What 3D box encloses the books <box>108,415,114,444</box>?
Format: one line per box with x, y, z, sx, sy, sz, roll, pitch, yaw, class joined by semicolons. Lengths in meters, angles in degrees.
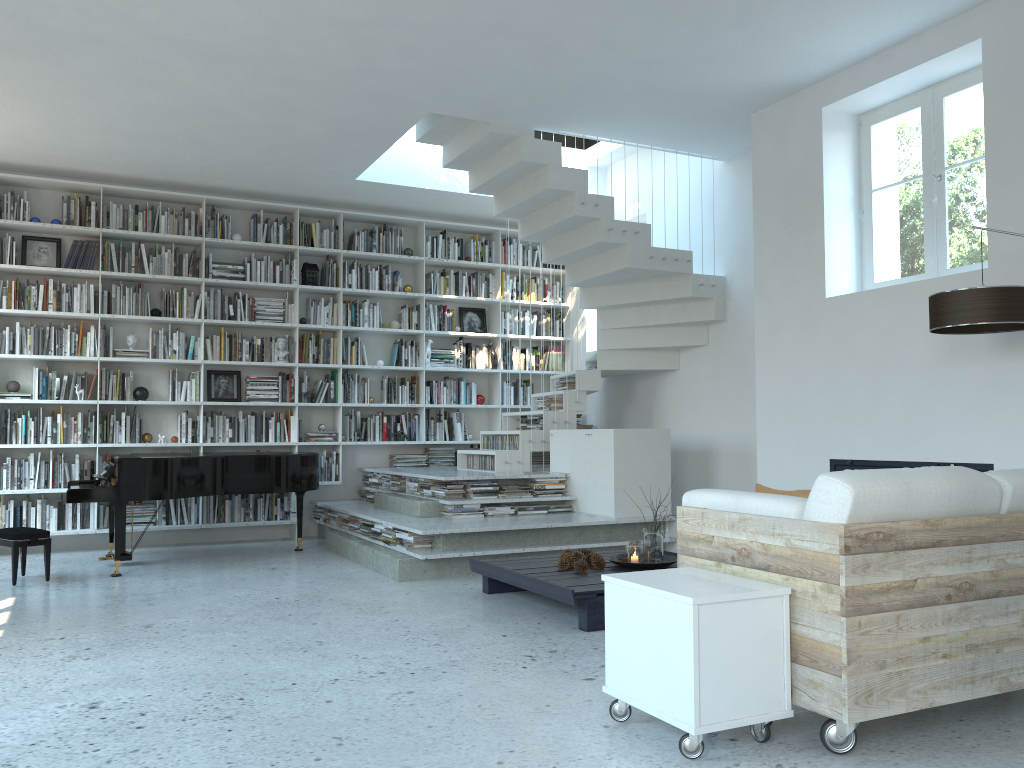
-3.489;0.394;7.715;0.042;0.248;0.162;1;-3;-26;books

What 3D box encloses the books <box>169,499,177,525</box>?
-3.031;1.124;7.907;0.062;0.253;0.178;1;-3;-26;books

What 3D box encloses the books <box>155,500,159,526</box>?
-3.142;1.121;7.849;0.012;0.254;0.161;1;-3;-26;books

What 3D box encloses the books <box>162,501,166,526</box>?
-3.096;1.148;7.873;0.029;0.202;0.178;1;-3;-26;books

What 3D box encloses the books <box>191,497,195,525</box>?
-2.877;1.124;7.967;0.024;0.260;0.189;1;-3;-26;books

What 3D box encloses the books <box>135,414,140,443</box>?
-3.297;0.392;7.805;0.027;0.261;0.163;1;-3;-26;books

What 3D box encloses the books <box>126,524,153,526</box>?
-3.285;1.228;7.782;0.254;0.007;0.161;1;-4;-22;books

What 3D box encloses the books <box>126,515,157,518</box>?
-3.283;1.159;7.784;0.285;0.007;0.159;2;-4;-31;books

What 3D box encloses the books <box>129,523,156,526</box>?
-3.289;1.235;7.790;0.285;0.007;0.159;1;-4;-26;books

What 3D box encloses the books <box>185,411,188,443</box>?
-2.939;0.387;7.998;0.014;0.290;0.132;1;-3;-26;books

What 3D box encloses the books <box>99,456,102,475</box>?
-3.565;0.757;7.678;0.023;0.266;0.134;1;-3;-26;books

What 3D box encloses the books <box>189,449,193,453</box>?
-2.896;0.745;7.990;0.013;0.320;0.173;1;-3;-26;books

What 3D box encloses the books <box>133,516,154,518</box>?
-3.287;1.167;7.792;0.254;0.007;0.161;1;-4;-25;books

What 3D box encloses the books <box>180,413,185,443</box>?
-2.961;0.396;7.975;0.027;0.269;0.159;1;-3;-26;books

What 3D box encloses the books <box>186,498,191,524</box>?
-2.912;1.125;7.984;0.025;0.259;0.132;1;-3;-26;books

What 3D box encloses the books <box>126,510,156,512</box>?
-3.290;1.111;7.793;0.285;0.005;0.159;1;-4;-27;books

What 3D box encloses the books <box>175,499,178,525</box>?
-2.997;1.136;7.920;0.011;0.232;0.174;1;-3;-26;books

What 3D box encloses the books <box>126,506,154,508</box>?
-3.288;1.079;7.797;0.254;0.005;0.161;1;-4;-26;books

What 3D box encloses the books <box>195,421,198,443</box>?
-2.867;0.433;8.029;0.024;0.201;0.158;1;-3;-26;books

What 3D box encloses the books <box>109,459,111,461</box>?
-3.482;0.772;7.693;0.023;0.237;0.173;1;-3;-26;books

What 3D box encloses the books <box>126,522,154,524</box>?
-3.288;1.215;7.789;0.254;0.007;0.161;1;-4;-25;books

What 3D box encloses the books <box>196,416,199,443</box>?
-2.860;0.414;8.063;0.019;0.242;0.107;1;-3;-26;books

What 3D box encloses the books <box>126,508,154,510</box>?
-3.284;1.095;7.789;0.254;0.005;0.161;1;-4;-22;books

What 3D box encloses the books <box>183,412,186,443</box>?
-2.951;0.393;7.996;0.010;0.277;0.155;1;-3;-26;books

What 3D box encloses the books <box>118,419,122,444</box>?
-3.426;0.412;7.744;0.021;0.215;0.172;1;-3;-26;books

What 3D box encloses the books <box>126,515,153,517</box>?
-3.287;1.153;7.792;0.254;0.007;0.161;1;-4;-25;books

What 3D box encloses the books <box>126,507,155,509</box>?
-3.283;1.084;7.788;0.254;0.006;0.161;2;-4;-31;books

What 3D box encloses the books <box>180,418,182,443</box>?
-2.988;0.419;7.981;0.015;0.225;0.148;1;-3;-26;books

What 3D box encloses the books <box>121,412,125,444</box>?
-3.404;0.386;7.753;0.027;0.269;0.185;1;-3;-26;books

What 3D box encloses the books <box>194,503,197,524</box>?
-2.862;1.165;7.990;0.024;0.179;0.171;1;-3;-26;books

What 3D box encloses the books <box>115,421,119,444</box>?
-3.449;0.422;7.738;0.024;0.196;0.157;1;-3;-26;books

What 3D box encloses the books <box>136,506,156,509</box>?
-3.285;1.089;7.791;0.285;0.005;0.159;2;-4;-29;books

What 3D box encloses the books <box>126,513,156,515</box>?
-3.288;1.139;7.795;0.285;0.007;0.159;1;-4;-26;books

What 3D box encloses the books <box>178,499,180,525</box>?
-2.984;1.114;7.919;0.012;0.274;0.180;1;-3;-26;books

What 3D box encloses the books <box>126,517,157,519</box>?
-3.284;1.173;7.785;0.285;0.007;0.159;2;-4;-30;books

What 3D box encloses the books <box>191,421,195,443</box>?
-2.898;0.436;8.029;0.031;0.194;0.142;1;-3;-26;books

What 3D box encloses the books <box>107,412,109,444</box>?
-3.510;0.381;7.696;0.012;0.272;0.181;1;-3;-26;books

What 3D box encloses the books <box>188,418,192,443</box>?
-2.916;0.421;7.998;0.029;0.221;0.153;1;-3;-26;books

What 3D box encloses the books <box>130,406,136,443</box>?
-3.333;0.358;7.791;0.050;0.328;0.166;1;-3;-26;books

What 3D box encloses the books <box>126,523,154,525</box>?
-3.289;1.222;7.790;0.254;0.007;0.161;1;-4;-26;books

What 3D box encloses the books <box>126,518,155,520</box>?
-3.284;1.180;7.785;0.254;0.007;0.161;2;-4;-30;books

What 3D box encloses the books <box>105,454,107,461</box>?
-3.524;0.750;7.690;0.010;0.282;0.149;1;-3;-26;books

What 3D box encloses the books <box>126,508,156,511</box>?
-3.287;1.100;7.787;0.285;0.005;0.159;2;-4;-30;books

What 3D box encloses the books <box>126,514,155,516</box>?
-3.287;1.146;7.793;0.285;0.007;0.159;1;-4;-25;books

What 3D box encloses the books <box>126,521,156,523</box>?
-3.285;1.207;7.783;0.285;0.007;0.159;2;-4;-30;books

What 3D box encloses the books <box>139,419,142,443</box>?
-3.282;0.418;7.828;0.023;0.212;0.160;1;-3;-26;books

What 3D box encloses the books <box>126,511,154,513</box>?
-3.289;1.122;7.792;0.254;0.005;0.161;1;-4;-27;books

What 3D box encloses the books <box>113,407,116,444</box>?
-3.464;0.362;7.727;0.014;0.313;0.166;1;-3;-26;books

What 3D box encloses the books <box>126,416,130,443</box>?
-3.375;0.402;7.786;0.029;0.240;0.135;1;-3;-26;books

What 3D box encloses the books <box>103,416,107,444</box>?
-3.532;0.398;7.693;0.030;0.239;0.157;1;-3;-26;books

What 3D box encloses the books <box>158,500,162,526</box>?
-3.129;1.117;7.872;0.031;0.265;0.144;1;-3;-26;books

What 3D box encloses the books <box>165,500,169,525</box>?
-3.076;1.132;7.897;0.028;0.238;0.136;1;-3;-26;books

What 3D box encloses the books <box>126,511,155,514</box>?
-3.289;1.127;7.790;0.285;0.005;0.159;1;-4;-28;books

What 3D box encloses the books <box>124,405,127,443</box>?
-3.397;0.353;7.786;0.013;0.338;0.138;1;-3;-26;books

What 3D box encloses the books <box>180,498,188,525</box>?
-2.951;1.115;7.950;0.073;0.275;0.181;1;-3;-26;books

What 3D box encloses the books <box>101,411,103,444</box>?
-3.553;0.375;7.688;0.013;0.283;0.146;1;-3;-26;books

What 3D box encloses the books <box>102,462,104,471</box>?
-3.540;0.784;7.683;0.026;0.213;0.140;1;-3;-26;books

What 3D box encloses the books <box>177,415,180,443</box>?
-2.997;0.404;7.969;0.012;0.254;0.161;1;-3;-26;books

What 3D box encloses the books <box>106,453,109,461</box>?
-3.515;0.747;7.698;0.013;0.288;0.161;1;-3;-26;books
